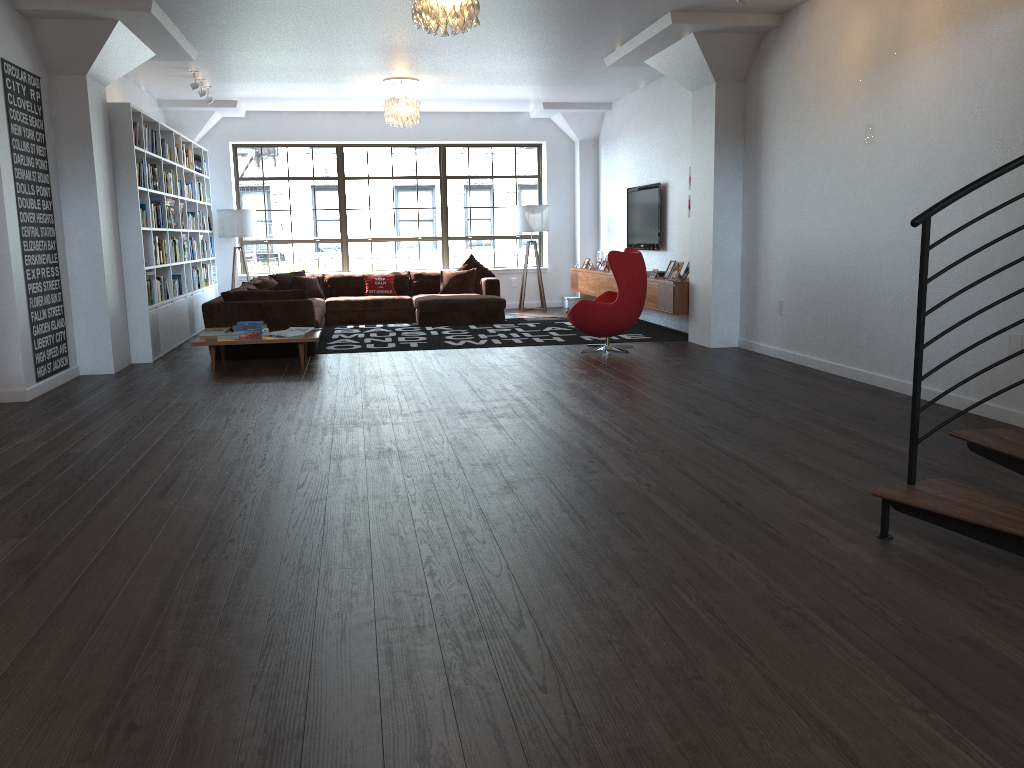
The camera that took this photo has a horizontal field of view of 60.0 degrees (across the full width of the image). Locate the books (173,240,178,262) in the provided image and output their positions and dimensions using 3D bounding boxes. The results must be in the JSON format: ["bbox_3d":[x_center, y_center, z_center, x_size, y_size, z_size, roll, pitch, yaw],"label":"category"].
[{"bbox_3d":[-3.883,-1.499,10.014,0.183,0.253,0.034,-3,10,-10],"label":"books"}]

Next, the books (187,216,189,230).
[{"bbox_3d":[-4.056,-1.988,10.941,0.109,0.171,0.017,-3,10,-10],"label":"books"}]

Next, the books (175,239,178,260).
[{"bbox_3d":[-3.905,-1.515,10.093,0.180,0.259,0.060,-3,10,-10],"label":"books"}]

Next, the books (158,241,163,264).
[{"bbox_3d":[-3.759,-1.374,9.281,0.171,0.246,0.057,-3,10,-10],"label":"books"}]

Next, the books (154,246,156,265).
[{"bbox_3d":[-3.696,-1.307,8.995,0.144,0.207,0.048,-3,10,-10],"label":"books"}]

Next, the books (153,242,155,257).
[{"bbox_3d":[-3.683,-1.345,8.944,0.140,0.298,0.044,-3,10,-10],"label":"books"}]

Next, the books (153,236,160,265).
[{"bbox_3d":[-3.743,-1.375,9.153,0.176,0.290,0.053,-3,10,-10],"label":"books"}]

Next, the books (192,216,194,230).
[{"bbox_3d":[-4.119,-2.046,11.295,0.109,0.171,0.018,-3,10,-10],"label":"books"}]

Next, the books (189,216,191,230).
[{"bbox_3d":[-4.064,-2.002,11.042,0.107,0.167,0.016,-3,10,-10],"label":"books"}]

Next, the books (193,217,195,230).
[{"bbox_3d":[-4.126,-2.052,11.350,0.120,0.167,0.020,-3,10,-10],"label":"books"}]

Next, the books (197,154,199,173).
[{"bbox_3d":[-4.283,-2.940,11.852,0.183,0.253,0.042,-3,10,-10],"label":"books"}]

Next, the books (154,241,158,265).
[{"bbox_3d":[-3.725,-1.340,9.077,0.171,0.246,0.057,-3,10,-10],"label":"books"}]

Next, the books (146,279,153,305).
[{"bbox_3d":[-3.647,-0.904,8.734,0.183,0.253,0.042,-3,10,-10],"label":"books"}]

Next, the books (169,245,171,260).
[{"bbox_3d":[-3.836,-1.457,9.671,0.198,0.284,0.066,-3,10,-10],"label":"books"}]

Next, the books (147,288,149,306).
[{"bbox_3d":[-3.610,-0.864,8.587,0.161,0.223,0.032,-3,10,-10],"label":"books"}]

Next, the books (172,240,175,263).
[{"bbox_3d":[-3.856,-1.473,9.857,0.183,0.253,0.034,-3,10,-10],"label":"books"}]

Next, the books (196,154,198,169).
[{"bbox_3d":[-4.280,-2.933,11.809,0.183,0.253,0.042,-3,10,-10],"label":"books"}]

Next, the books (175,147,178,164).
[{"bbox_3d":[-4.006,-2.679,10.339,0.174,0.236,0.136,-3,10,-10],"label":"books"}]

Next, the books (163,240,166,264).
[{"bbox_3d":[-3.777,-1.396,9.393,0.183,0.253,0.034,-3,10,-10],"label":"books"}]

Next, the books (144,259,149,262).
[{"bbox_3d":[-3.658,-1.186,8.589,0.197,0.033,0.284,-8,12,-34],"label":"books"}]

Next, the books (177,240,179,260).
[{"bbox_3d":[-3.928,-1.527,10.188,0.183,0.253,0.034,-3,10,-10],"label":"books"}]

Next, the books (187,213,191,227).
[{"bbox_3d":[-4.089,-2.026,11.069,0.140,0.206,0.042,-3,10,-10],"label":"books"}]

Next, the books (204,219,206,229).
[{"bbox_3d":[-4.287,-2.204,12.146,0.161,0.207,0.135,-3,10,-10],"label":"books"}]

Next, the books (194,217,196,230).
[{"bbox_3d":[-4.129,-2.062,11.401,0.107,0.167,0.017,-3,10,-10],"label":"books"}]

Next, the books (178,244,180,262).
[{"bbox_3d":[-3.934,-1.527,10.227,0.174,0.240,0.045,-3,10,-10],"label":"books"}]

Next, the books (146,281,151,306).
[{"bbox_3d":[-3.617,-0.879,8.628,0.174,0.240,0.054,-3,10,-10],"label":"books"}]

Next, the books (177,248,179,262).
[{"bbox_3d":[-3.914,-1.508,10.163,0.161,0.223,0.027,-3,10,-10],"label":"books"}]

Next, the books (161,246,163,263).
[{"bbox_3d":[-3.772,-1.374,9.327,0.168,0.231,0.037,-3,10,-10],"label":"books"}]

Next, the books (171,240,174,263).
[{"bbox_3d":[-3.854,-1.467,9.824,0.183,0.253,0.034,-3,10,-10],"label":"books"}]

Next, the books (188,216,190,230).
[{"bbox_3d":[-4.062,-1.994,10.994,0.120,0.167,0.019,-3,10,-10],"label":"books"}]

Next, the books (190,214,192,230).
[{"bbox_3d":[-4.091,-2.026,11.110,0.139,0.191,0.036,-3,10,-10],"label":"books"}]

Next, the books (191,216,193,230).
[{"bbox_3d":[-4.105,-2.034,11.204,0.128,0.178,0.022,-3,10,-10],"label":"books"}]

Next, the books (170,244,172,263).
[{"bbox_3d":[-3.831,-1.440,9.748,0.161,0.223,0.026,-3,10,-10],"label":"books"}]

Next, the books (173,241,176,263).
[{"bbox_3d":[-3.886,-1.485,9.976,0.174,0.240,0.045,-3,10,-10],"label":"books"}]

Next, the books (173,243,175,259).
[{"bbox_3d":[-3.872,-1.472,9.944,0.161,0.223,0.027,-3,10,-10],"label":"books"}]

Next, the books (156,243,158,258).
[{"bbox_3d":[-3.732,-1.336,9.120,0.161,0.223,0.027,-3,10,-10],"label":"books"}]

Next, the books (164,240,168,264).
[{"bbox_3d":[-3.801,-1.419,9.525,0.183,0.253,0.034,-3,10,-10],"label":"books"}]

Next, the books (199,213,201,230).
[{"bbox_3d":[-4.210,-2.145,11.735,0.161,0.223,0.032,-3,10,-10],"label":"books"}]

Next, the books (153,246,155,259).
[{"bbox_3d":[-3.692,-1.311,8.895,0.189,0.247,0.057,-3,10,-10],"label":"books"}]

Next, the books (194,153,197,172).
[{"bbox_3d":[-4.257,-2.912,11.681,0.183,0.253,0.042,-3,10,-10],"label":"books"}]

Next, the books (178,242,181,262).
[{"bbox_3d":[-3.930,-1.525,10.264,0.161,0.223,0.026,-3,10,-10],"label":"books"}]

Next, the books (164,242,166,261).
[{"bbox_3d":[-3.799,-1.412,9.496,0.160,0.250,0.026,-3,10,-10],"label":"books"}]

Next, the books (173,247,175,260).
[{"bbox_3d":[-3.867,-1.476,9.901,0.171,0.246,0.057,-3,10,-10],"label":"books"}]

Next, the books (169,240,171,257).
[{"bbox_3d":[-3.830,-1.449,9.720,0.160,0.250,0.026,-3,10,-10],"label":"books"}]

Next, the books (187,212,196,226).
[{"bbox_3d":[-4.152,-2.098,11.426,0.140,0.231,0.042,-3,10,-10],"label":"books"}]

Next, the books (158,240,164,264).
[{"bbox_3d":[-3.775,-1.391,9.360,0.183,0.253,0.034,-3,10,-10],"label":"books"}]

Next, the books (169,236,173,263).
[{"bbox_3d":[-3.848,-1.479,9.779,0.176,0.290,0.053,-3,10,-10],"label":"books"}]

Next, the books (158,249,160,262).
[{"bbox_3d":[-3.747,-1.349,9.198,0.161,0.223,0.026,-3,10,-10],"label":"books"}]

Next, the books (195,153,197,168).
[{"bbox_3d":[-4.265,-2.919,11.724,0.183,0.253,0.042,-3,10,-10],"label":"books"}]

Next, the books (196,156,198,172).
[{"bbox_3d":[-4.275,-2.926,11.766,0.183,0.253,0.042,-3,10,-10],"label":"books"}]

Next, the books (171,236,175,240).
[{"bbox_3d":[-3.898,-1.522,10.043,0.176,0.290,0.036,-3,10,-10],"label":"books"}]

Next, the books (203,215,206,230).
[{"bbox_3d":[-4.285,-2.209,12.087,0.174,0.236,0.142,-3,10,-10],"label":"books"}]

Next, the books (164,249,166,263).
[{"bbox_3d":[-3.787,-1.401,9.424,0.183,0.253,0.034,-3,10,-10],"label":"books"}]

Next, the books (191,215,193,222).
[{"bbox_3d":[-4.122,-2.045,11.249,0.134,0.184,0.030,-3,10,-10],"label":"books"}]
